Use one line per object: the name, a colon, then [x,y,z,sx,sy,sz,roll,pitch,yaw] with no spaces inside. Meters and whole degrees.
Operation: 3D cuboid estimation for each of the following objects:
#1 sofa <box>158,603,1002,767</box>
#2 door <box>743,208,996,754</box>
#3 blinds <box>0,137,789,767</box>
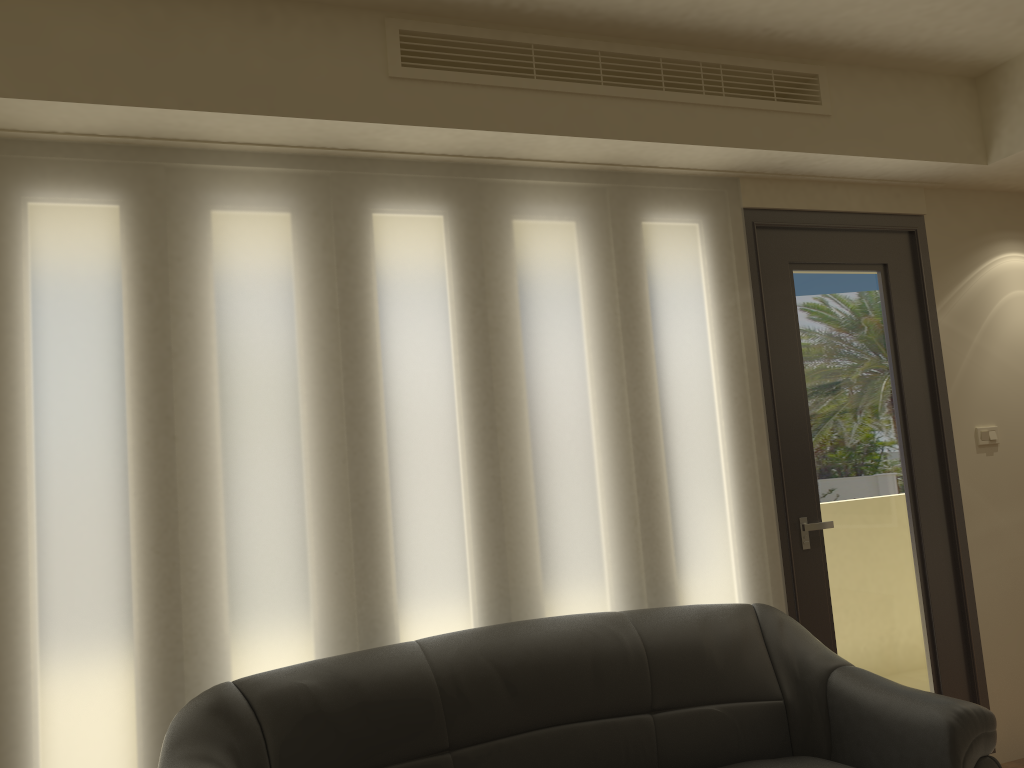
sofa: [0.201,1.197,2.562,2.337,0.918,0.944,-2,-7,-21]
door: [1.527,0.433,3.857,1.011,2.420,0.118,-2,-7,-21]
blinds: [-0.258,0.386,3.132,2.830,2.453,0.002,-2,-7,-21]
